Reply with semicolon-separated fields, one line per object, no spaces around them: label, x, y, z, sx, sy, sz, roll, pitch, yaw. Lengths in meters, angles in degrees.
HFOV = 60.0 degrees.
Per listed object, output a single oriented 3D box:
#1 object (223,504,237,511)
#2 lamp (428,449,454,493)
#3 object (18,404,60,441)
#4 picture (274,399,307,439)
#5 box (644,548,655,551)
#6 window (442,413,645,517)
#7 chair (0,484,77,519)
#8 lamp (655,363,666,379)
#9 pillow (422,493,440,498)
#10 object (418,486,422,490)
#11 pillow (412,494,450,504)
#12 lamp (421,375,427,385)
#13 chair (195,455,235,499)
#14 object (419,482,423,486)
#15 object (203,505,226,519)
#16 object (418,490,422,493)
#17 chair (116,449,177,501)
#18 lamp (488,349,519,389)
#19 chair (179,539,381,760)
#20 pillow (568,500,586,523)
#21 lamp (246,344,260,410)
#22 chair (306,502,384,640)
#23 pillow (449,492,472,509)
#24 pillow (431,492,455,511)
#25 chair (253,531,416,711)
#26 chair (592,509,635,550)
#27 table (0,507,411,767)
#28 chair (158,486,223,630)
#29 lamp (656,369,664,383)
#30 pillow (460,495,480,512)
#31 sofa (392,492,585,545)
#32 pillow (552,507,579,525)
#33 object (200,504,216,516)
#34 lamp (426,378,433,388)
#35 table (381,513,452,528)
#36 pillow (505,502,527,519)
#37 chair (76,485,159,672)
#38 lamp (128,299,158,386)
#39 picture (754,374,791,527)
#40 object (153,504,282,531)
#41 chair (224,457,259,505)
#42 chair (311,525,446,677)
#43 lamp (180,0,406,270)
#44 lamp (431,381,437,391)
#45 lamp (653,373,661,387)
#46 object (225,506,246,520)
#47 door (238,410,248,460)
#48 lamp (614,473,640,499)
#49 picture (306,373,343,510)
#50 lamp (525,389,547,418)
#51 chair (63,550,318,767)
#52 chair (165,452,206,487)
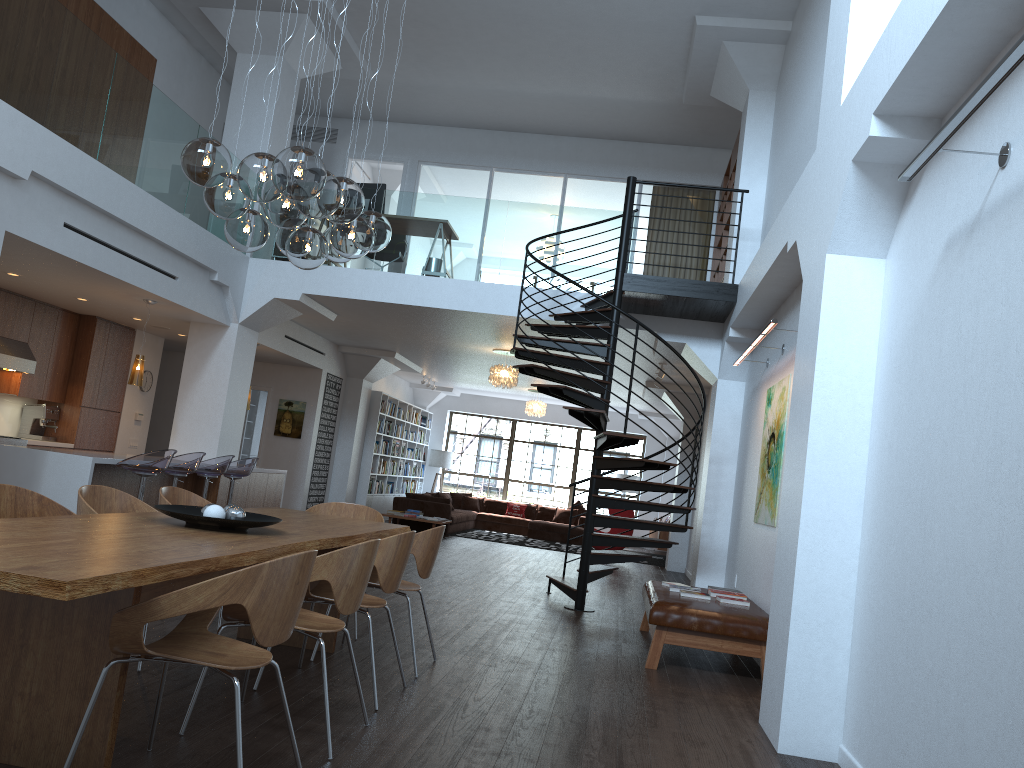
object;-1.362;0.633;4.302;0.100;0.100;0.100;12;-8;-37
lamp;-1.722;2.331;20.542;0.545;1.579;0.545;8;-6;-3
object;-5.808;0.479;11.023;0.439;0.455;0.284;7;-6;8
picture;-3.595;0.564;14.366;0.450;0.600;0.030;7;-6;8
box;3.084;3.619;19.857;0.228;0.165;0.368;7;-6;8
window;0.704;1.899;20.920;4.648;1.905;0.114;7;-6;8
chair;-2.109;0.892;3.913;0.618;0.833;0.629;7;-6;8
lamp;2.059;-0.179;12.232;0.120;0.211;0.111;10;-6;-18
pillow;-1.473;2.215;16.547;0.269;0.411;0.559;12;-7;-36
object;-2.248;2.359;20.286;0.331;0.088;0.410;7;-6;8
pillow;-1.473;2.229;16.276;0.750;0.364;0.289;7;-6;7
lamp;-1.790;-0.086;17.959;0.111;0.211;0.120;2;-8;42
chair;-3.222;1.215;9.254;0.481;1.014;0.530;7;-6;6
object;-2.244;2.272;20.296;0.316;0.088;0.410;7;-6;8
object;-1.391;0.615;4.145;0.100;0.100;0.100;12;-8;-37
object;-2.259;2.446;20.277;0.331;0.088;0.410;7;-6;8
chair;-3.363;1.063;8.001;0.481;1.014;0.530;7;-6;10
lamp;-0.108;-0.206;13.071;0.442;0.539;0.441;13;-8;-40
chair;-0.912;1.035;3.756;0.618;0.833;0.629;7;-6;8
pillow;1.377;2.812;19.312;0.651;0.587;0.335;9;-6;-13
lamp;-3.538;-0.102;11.960;0.149;0.900;0.149;12;-8;-37
chair;-1.223;1.242;6.092;0.629;0.833;0.618;7;-6;3
pillow;-1.095;2.591;19.547;0.580;0.418;0.334;10;-6;-19
pillow;-1.411;2.397;17.967;0.325;0.391;0.625;5;-7;24
chair;-0.840;1.125;4.511;0.618;0.833;0.629;7;-6;9
chair;1.673;2.496;15.070;0.801;1.006;0.798;4;-7;33
table;-1.457;1.050;4.189;1.012;0.750;3.803;7;-6;8
chair;-1.907;1.080;5.432;0.618;0.833;0.629;7;-6;6
lamp;2.122;-0.116;12.743;0.120;0.211;0.111;12;-7;-33
pillow;-0.921;2.620;19.425;0.489;0.337;0.238;10;-7;-23
sofa;-0.225;2.709;17.843;3.481;0.664;4.197;7;-6;8
pillow;1.143;2.849;19.168;0.542;0.362;0.248;4;-7;28
object;-1.437;0.621;4.237;0.100;0.100;0.100;12;-8;-37
lamp;-1.729;-0.025;18.458;0.120;0.211;0.111;12;-7;-33
table;-1.683;2.462;15.476;1.100;0.271;0.853;7;-6;8
pillow;0.088;2.771;19.427;0.465;0.308;0.220;7;-6;4
chair;-2.018;0.984;4.666;0.618;0.833;0.629;7;-6;8
lamp;-2.838;-0.651;10.238;2.842;1.807;0.149;13;-8;-43
picture;2.175;0.577;7.438;0.010;1.200;1.095;7;-6;8
object;-1.404;0.649;4.237;0.592;0.066;0.592;12;-7;-34
chair;-3.147;1.291;9.875;0.481;1.014;0.530;7;-6;10
chair;-0.742;1.217;5.267;0.617;0.830;0.629;7;-6;8
lamp;-1.047;-1.721;4.801;0.849;2.140;1.787;7;-6;7
lamp;-1.666;0.038;18.969;0.120;0.211;0.111;10;-6;-18
lamp;2.182;-0.055;13.241;0.111;0.211;0.120;2;-8;42
object;-1.316;0.629;4.211;0.100;0.100;0.100;12;-8;-37
door;-5.059;1.089;15.320;0.826;2.032;0.174;7;-6;8
lamp;2.510;2.825;19.863;0.545;1.579;0.545;6;-6;19
picture;-3.148;1.032;14.914;0.021;2.380;0.800;7;-6;8
lamp;0.497;0.405;18.059;0.442;0.539;0.441;13;-8;-40
chair;-1.019;0.940;2.989;0.618;0.833;0.629;7;-6;8
chair;-3.315;1.136;8.628;0.481;1.014;0.530;7;-6;6
